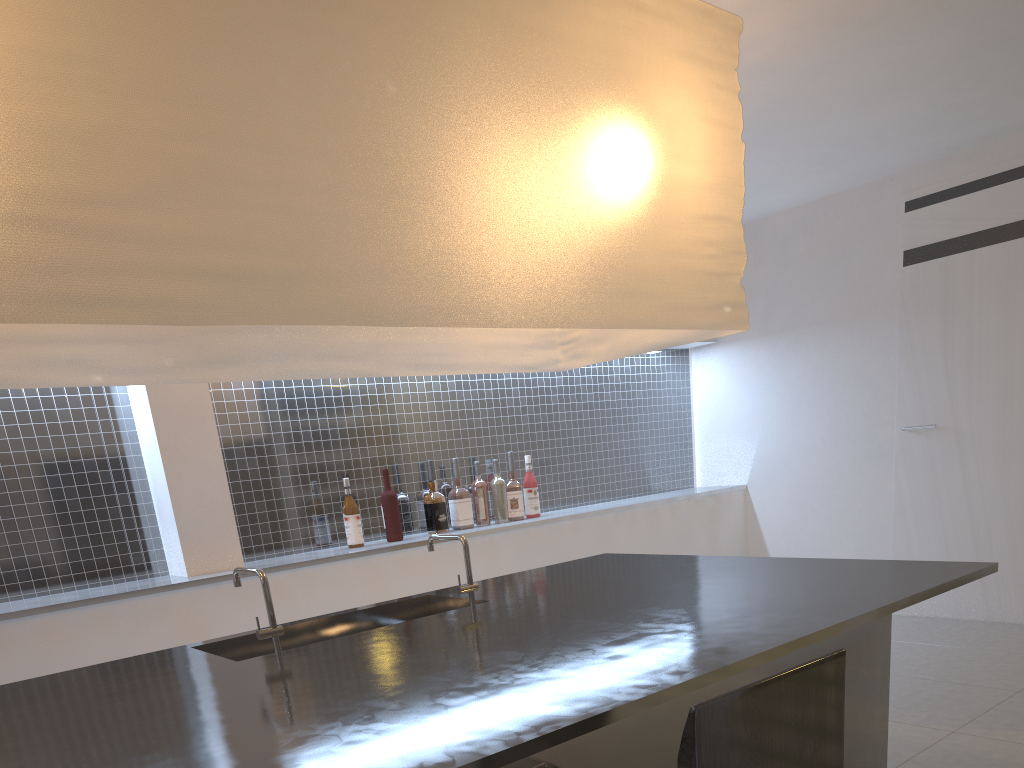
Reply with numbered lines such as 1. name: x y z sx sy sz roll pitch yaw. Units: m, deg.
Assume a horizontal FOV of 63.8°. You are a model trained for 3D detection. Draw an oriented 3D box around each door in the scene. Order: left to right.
1. door: -1.101 0.233 1.122 5.403 1.285 0.452 -4 11 -25

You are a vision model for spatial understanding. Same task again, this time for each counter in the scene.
1. counter: -0.481 0.563 0.852 2.436 0.395 0.809 -3 -3 -38
2. counter: -0.622 0.656 1.965 3.517 0.469 0.225 -3 7 -37

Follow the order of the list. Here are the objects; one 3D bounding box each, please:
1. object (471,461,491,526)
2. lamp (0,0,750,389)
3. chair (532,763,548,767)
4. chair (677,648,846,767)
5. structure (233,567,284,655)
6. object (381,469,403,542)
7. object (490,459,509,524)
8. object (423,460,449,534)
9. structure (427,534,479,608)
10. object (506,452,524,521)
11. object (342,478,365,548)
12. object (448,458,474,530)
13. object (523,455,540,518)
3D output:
1. object: -0.090 0.311 2.324 0.046 0.198 0.041 -4 15 7
2. lamp: -0.664 -0.241 0.742 2.230 0.453 0.440 -3 3 -37
3. chair: -0.106 0.478 0.599 0.181 0.465 0.234 -17 16 -41
4. chair: 0.156 0.466 0.795 0.183 0.465 0.232 -15 15 -37
5. structure: -0.366 0.319 1.158 0.033 0.131 0.111 -18 13 -40
6. object: -0.315 0.315 2.128 0.043 0.205 0.043 7 19 41
7. object: -0.038 0.307 2.345 0.043 0.198 0.044 -17 18 -38
8. object: -0.211 0.307 2.226 0.044 0.216 0.044 -17 19 -38
9. structure: -0.106 0.308 1.356 0.033 0.131 0.111 -18 13 -40
10. object: 0.004 0.297 2.386 0.046 0.215 0.043 -5 15 2
11. object: -0.407 0.327 2.079 0.042 0.193 0.038 0 16 21
12. object: -0.146 0.305 2.280 0.045 0.215 0.044 -17 18 -36
13. object: 0.054 0.303 2.424 0.042 0.197 0.041 -13 16 -26
